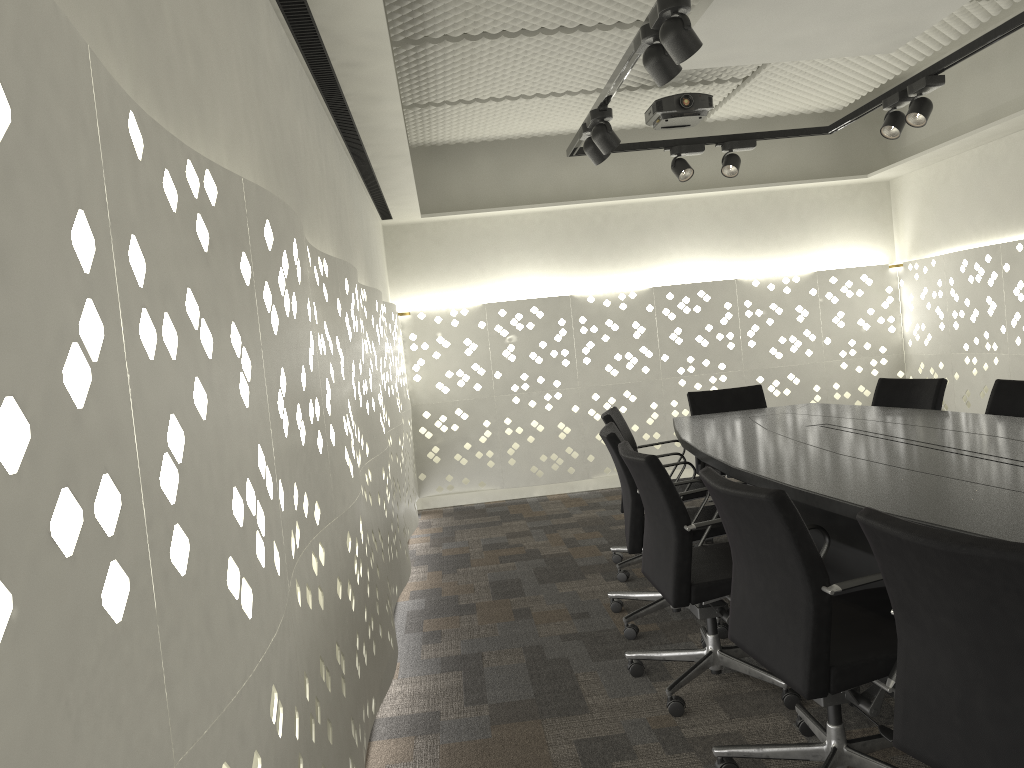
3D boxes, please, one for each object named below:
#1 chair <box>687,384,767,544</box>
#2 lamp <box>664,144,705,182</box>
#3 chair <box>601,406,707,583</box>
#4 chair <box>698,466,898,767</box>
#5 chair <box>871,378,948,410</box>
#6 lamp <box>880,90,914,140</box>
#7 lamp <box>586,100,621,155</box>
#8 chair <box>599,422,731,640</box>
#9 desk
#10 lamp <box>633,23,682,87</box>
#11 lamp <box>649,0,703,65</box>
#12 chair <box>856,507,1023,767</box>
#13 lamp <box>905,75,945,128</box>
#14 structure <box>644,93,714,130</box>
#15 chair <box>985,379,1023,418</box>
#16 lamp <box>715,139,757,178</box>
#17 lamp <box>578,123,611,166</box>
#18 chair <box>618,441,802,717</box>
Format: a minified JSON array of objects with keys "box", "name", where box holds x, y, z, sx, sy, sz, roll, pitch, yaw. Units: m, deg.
[{"box":[1.222,0.404,4.634,0.559,0.757,0.579,-6,3,0],"name":"chair"},{"box":[0.922,-1.189,4.716,0.213,0.224,0.126,-6,3,-1],"name":"lamp"},{"box":[0.702,0.479,4.138,0.579,0.757,0.559,-5,3,15],"name":"chair"},{"box":[0.754,0.566,2.087,0.579,0.757,0.559,-6,3,-4],"name":"chair"},{"box":[1.768,0.369,4.197,0.579,0.757,0.559,-6,3,-14],"name":"chair"},{"box":[1.764,-1.245,4.088,0.126,0.224,0.213,-6,3,-1],"name":"lamp"},{"box":[0.398,-1.095,3.815,0.126,0.224,0.213,-6,3,-1],"name":"lamp"},{"box":[0.621,0.520,3.406,0.579,0.757,0.559,-5,3,10],"name":"chair"},{"box":[1.336,0.524,2.859,1.223,0.658,3.364,-6,3,-4],"name":"desk"},{"box":[0.472,-1.058,2.835,0.126,0.224,0.213,-6,3,-1],"name":"lamp"},{"box":[0.489,-1.050,2.612,0.126,0.224,0.213,-6,3,-1],"name":"lamp"},{"box":[0.924,0.576,1.496,0.579,0.757,0.559,-6,3,-14],"name":"chair"},{"box":[1.781,-1.237,3.865,0.126,0.224,0.213,-6,3,-1],"name":"lamp"},{"box":[0.942,-1.545,5.031,0.327,0.144,0.371,-6,3,-4],"name":"structure"},{"box":[1.934,0.382,3.533,0.579,0.757,0.559,-6,3,-4],"name":"chair"},{"box":[1.203,-1.218,4.745,0.214,0.224,0.118,-6,3,-15],"name":"lamp"},{"box":[0.381,-1.103,4.038,0.126,0.224,0.213,-6,3,-1],"name":"lamp"},{"box":[0.623,0.549,2.769,0.579,0.757,0.559,-6,3,0],"name":"chair"}]
